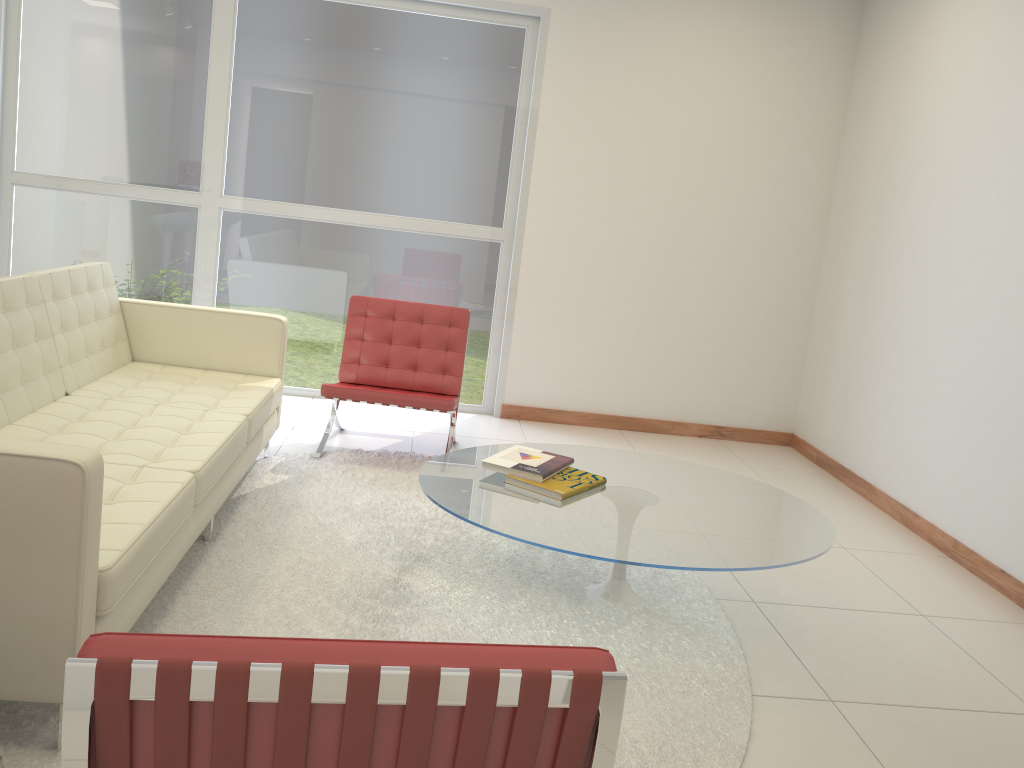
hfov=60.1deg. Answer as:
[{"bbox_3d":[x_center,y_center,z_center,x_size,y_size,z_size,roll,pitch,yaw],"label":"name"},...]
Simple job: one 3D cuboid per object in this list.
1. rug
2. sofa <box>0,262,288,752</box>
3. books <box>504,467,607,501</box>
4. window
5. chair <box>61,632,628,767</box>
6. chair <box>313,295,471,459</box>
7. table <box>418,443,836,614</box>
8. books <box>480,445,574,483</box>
[{"bbox_3d":[-0.421,0.722,3.290,2.441,0.004,3.360,6,11,-4],"label":"rug"},{"bbox_3d":[-1.538,0.133,3.213,1.000,0.915,2.590,6,11,-6],"label":"sofa"},{"bbox_3d":[0.167,0.362,3.333,0.257,0.026,0.325,14,13,33],"label":"books"},{"bbox_3d":[-1.610,-1.272,5.760,3.430,2.693,0.122,6,8,-5],"label":"window"},{"bbox_3d":[-0.285,0.683,1.462,0.699,0.810,0.713,5,9,-11],"label":"chair"},{"bbox_3d":[-0.636,-0.025,4.891,0.700,0.810,0.713,7,9,0],"label":"chair"},{"bbox_3d":[0.396,0.609,3.329,1.536,0.401,1.333,6,11,-7],"label":"table"},{"bbox_3d":[0.064,0.305,3.424,0.256,0.026,0.325,12,12,23],"label":"books"}]
